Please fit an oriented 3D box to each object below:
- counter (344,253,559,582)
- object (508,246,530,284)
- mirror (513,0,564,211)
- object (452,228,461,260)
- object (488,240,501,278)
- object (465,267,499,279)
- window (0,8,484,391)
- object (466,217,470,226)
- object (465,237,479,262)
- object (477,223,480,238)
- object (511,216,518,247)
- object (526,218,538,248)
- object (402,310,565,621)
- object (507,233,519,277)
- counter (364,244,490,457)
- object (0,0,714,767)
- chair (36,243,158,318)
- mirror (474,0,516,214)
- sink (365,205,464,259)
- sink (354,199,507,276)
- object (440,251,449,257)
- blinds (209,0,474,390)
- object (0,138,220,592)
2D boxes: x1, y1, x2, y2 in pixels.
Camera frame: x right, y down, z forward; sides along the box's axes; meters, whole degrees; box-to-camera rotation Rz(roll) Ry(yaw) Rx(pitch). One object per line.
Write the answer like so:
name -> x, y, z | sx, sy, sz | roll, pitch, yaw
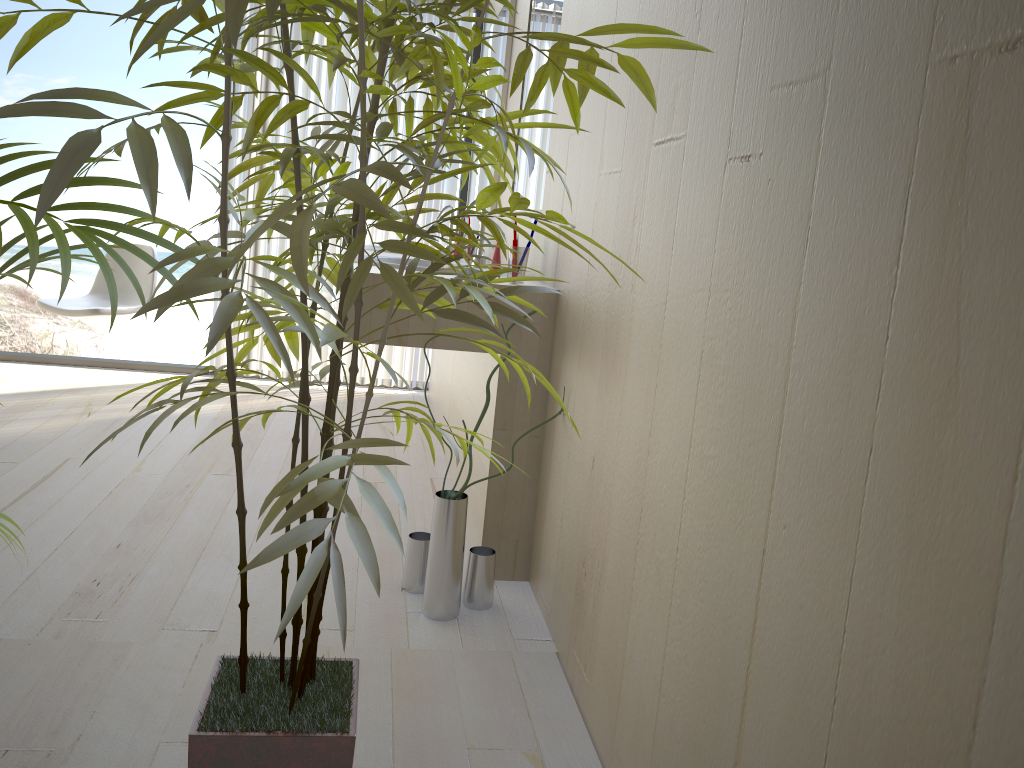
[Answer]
counter -> -0.260, 0.021, 2.845 | 0.550, 0.785, 1.215 | 5, 9, -9
object -> 0.015, -0.317, 2.367 | 0.058, 0.099, 0.059 | 6, 7, 1
mirror -> 0.098, -0.991, 2.859 | 0.023, 0.862, 0.659 | 5, 8, -9
object -> -0.222, -0.574, 3.629 | 0.039, 0.134, 0.039 | 11, 8, 39
object -> -0.044, -0.354, 2.445 | 0.039, 0.134, 0.039 | 10, 8, 32
object -> -0.082, -0.296, 2.377 | 0.105, 0.029, 0.033 | 11, 10, 31
window -> -2.408, -1.447, 4.081 | 4.556, 2.795, 0.751 | 4, 7, -9
object -> -0.175, -0.576, 3.520 | 0.012, 0.177, 0.050 | 9, 7, 29
object -> -0.164, -0.537, 3.551 | 0.058, 0.099, 0.059 | 5, 7, -3
object -> -0.145, -0.575, 3.541 | 0.054, 0.174, 0.012 | 8, 7, 16
object -> 0.004, -0.356, 2.337 | 0.012, 0.177, 0.050 | 9, 7, 29
object -> 0.034, -0.355, 2.358 | 0.054, 0.174, 0.012 | 8, 7, 16
object -> -0.040, 0.180, 2.141 | 0.406, 0.744, 0.276 | 3, 7, -21
object -> 0.008, -0.366, 2.546 | 0.039, 0.134, 0.039 | 10, 8, 32
counter -> -0.439, -0.199, 4.029 | 0.550, 0.785, 1.215 | 5, 9, -9
object -> -0.184, -0.173, 1.115 | 0.788, 1.745, 0.940 | 8, 7, 15
chair -> -1.902, -0.484, 4.119 | 0.370, 0.345, 0.456 | 9, 9, 19
mirror -> -0.083, -1.182, 3.871 | 0.023, 0.862, 0.659 | 5, 8, -9
sink -> -0.439, -0.604, 3.942 | 0.503, 0.416, 0.578 | 5, 9, -6
sink -> -0.261, -0.383, 2.759 | 0.503, 0.416, 0.578 | 5, 9, -6
object -> -0.260, -0.516, 3.561 | 0.105, 0.029, 0.033 | 11, 10, 31
blinds -> -0.878, -1.030, 4.565 | 1.182, 2.057, 0.084 | 5, 6, -9
object -> -0.942, 0.063, 0.987 | 0.919, 1.149, 0.754 | 9, 8, 24
